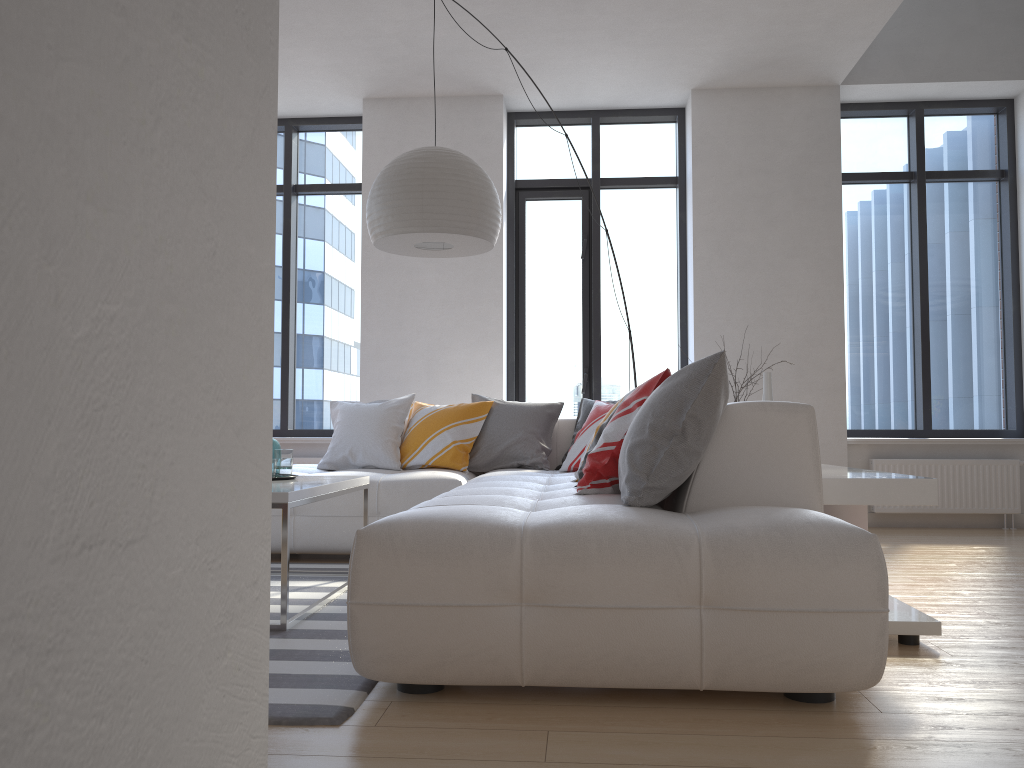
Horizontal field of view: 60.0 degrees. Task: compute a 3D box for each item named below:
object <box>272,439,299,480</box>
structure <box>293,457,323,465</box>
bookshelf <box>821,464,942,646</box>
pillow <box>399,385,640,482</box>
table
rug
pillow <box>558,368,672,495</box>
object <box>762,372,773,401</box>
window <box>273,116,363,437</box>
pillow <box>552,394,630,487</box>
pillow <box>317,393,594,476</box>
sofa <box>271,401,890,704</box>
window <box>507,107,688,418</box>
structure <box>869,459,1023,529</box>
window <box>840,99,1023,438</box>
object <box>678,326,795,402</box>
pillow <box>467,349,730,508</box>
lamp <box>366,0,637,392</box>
[{"bbox_3d":[-1.040,0.255,3.624,0.330,0.265,0.330,-2,-4,28],"label":"object"},{"bbox_3d":[-1.670,0.750,6.274,1.015,0.460,0.110,0,-3,4],"label":"structure"},{"bbox_3d":[1.184,0.603,3.925,0.356,0.500,2.600,0,-3,4],"label":"bookshelf"},{"bbox_3d":[0.006,0.257,4.395,0.630,0.440,2.095,3,-4,-39],"label":"pillow"},{"bbox_3d":[-1.211,0.592,3.383,1.091,0.435,1.091,0,-3,4],"label":"table"},{"bbox_3d":[-1.107,0.800,3.129,1.662,0.016,2.326,0,-3,4],"label":"rug"},{"bbox_3d":[0.508,0.237,3.828,0.575,0.449,2.250,0,-3,2],"label":"pillow"},{"bbox_3d":[1.124,0.153,3.921,0.319,0.398,0.316,-2,-4,28],"label":"object"},{"bbox_3d":[-1.675,-0.799,6.692,1.310,2.402,0.170,0,-3,4],"label":"window"},{"bbox_3d":[0.525,0.229,4.155,0.608,0.436,2.120,0,-3,0],"label":"pillow"},{"bbox_3d":[-0.229,0.251,4.612,2.156,0.456,0.580,-2,-4,30],"label":"pillow"},{"bbox_3d":[-0.316,0.478,3.786,2.614,0.732,3.424,0,-3,4],"label":"sofa"},{"bbox_3d":[0.620,-0.808,6.518,1.310,2.402,0.170,0,-3,4],"label":"window"},{"bbox_3d":[2.919,0.734,5.927,1.015,0.460,0.110,0,-3,4],"label":"structure"},{"bbox_3d":[2.913,-0.816,6.345,1.310,2.402,0.170,0,-3,4],"label":"window"},{"bbox_3d":[1.267,0.027,4.779,0.607,0.744,0.406,-3,-4,44],"label":"object"},{"bbox_3d":[0.170,0.202,3.759,0.647,0.453,2.953,0,-3,-8],"label":"pillow"},{"bbox_3d":[0.452,-0.416,4.961,0.710,2.647,3.199,-3,-4,40],"label":"lamp"}]
